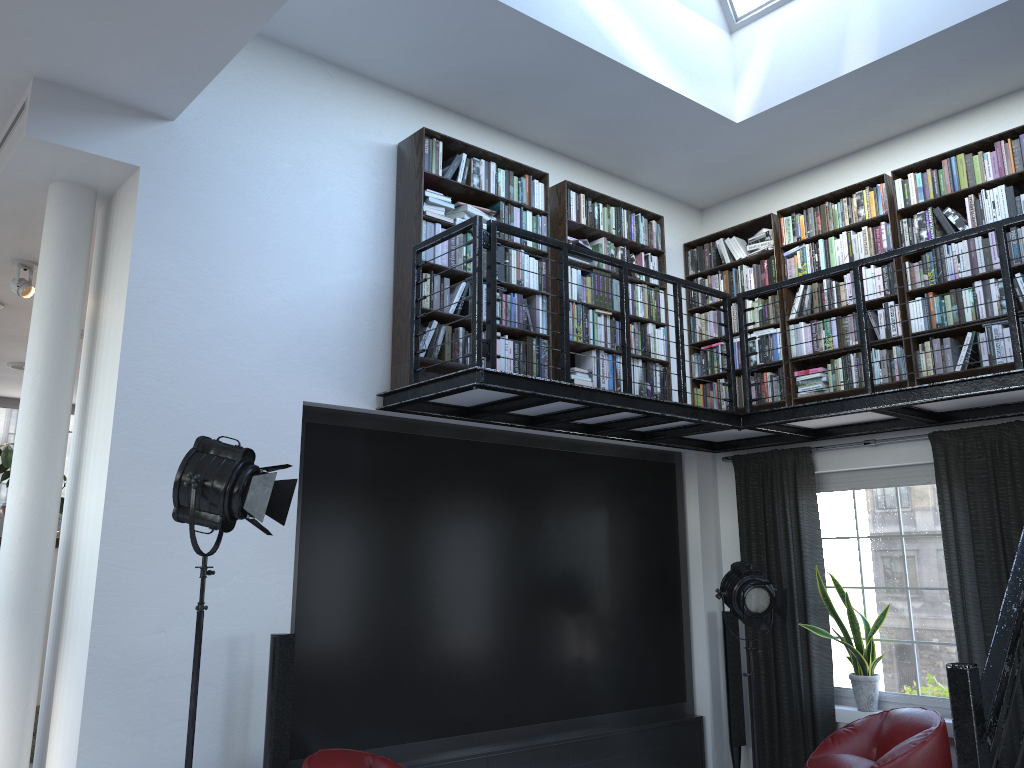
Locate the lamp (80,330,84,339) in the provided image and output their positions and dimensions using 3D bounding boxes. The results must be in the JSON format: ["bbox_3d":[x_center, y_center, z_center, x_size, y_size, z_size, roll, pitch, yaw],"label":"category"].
[{"bbox_3d":[-3.826,-0.434,7.678,0.327,0.025,0.326,8,-14,-34],"label":"lamp"}]

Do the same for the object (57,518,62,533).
[{"bbox_3d":[-3.701,1.197,7.179,0.082,0.225,0.082,-12,-18,40],"label":"object"}]

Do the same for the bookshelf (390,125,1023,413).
[{"bbox_3d":[1.900,-0.888,4.724,3.078,1.630,4.452,10,-16,-39],"label":"bookshelf"}]

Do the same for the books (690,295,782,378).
[{"bbox_3d":[2.944,-0.783,5.601,0.226,1.424,4.413,11,-17,-39],"label":"books"}]

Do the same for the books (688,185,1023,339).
[{"bbox_3d":[2.940,-0.772,5.596,0.241,1.408,4.418,11,-16,-39],"label":"books"}]

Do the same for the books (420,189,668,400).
[{"bbox_3d":[1.591,-1.009,4.482,2.197,1.421,4.355,10,-16,-40],"label":"books"}]

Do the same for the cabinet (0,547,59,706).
[{"bbox_3d":[-4.111,1.878,6.848,1.495,1.182,4.148,10,-16,-39],"label":"cabinet"}]

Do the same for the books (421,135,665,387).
[{"bbox_3d":[0.227,-0.693,6.024,2.199,1.435,0.313,10,-17,-38],"label":"books"}]

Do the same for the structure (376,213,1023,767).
[{"bbox_3d":[1.317,0.645,3.849,4.599,3.384,4.465,10,-16,-39],"label":"structure"}]

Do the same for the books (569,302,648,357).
[{"bbox_3d":[2.014,-0.943,4.806,1.166,1.417,4.361,11,-16,-39],"label":"books"}]

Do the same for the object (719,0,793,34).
[{"bbox_3d":[1.844,-3.051,5.223,1.181,0.639,2.210,10,-16,-39],"label":"object"}]

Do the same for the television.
[{"bbox_3d":[0.080,1.511,5.684,3.341,2.449,0.116,10,-17,-39],"label":"television"}]

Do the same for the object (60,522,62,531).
[{"bbox_3d":[-3.674,1.219,7.285,0.082,0.225,0.082,-12,-18,39],"label":"object"}]

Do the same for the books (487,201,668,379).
[{"bbox_3d":[1.817,-0.839,4.647,1.593,1.150,4.313,10,-16,-40],"label":"books"}]

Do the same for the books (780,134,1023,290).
[{"bbox_3d":[2.947,-1.061,5.679,0.212,0.835,2.623,11,-16,-39],"label":"books"}]

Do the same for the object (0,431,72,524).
[{"bbox_3d":[-3.239,0.576,5.882,0.774,0.899,0.433,-4,-14,17],"label":"object"}]

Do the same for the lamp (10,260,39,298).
[{"bbox_3d":[-3.265,-0.688,5.928,0.182,0.241,0.182,9,-16,-35],"label":"lamp"}]

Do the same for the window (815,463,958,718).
[{"bbox_3d":[2.538,1.381,6.044,0.132,1.619,1.161,11,-17,-39],"label":"window"}]

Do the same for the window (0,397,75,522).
[{"bbox_3d":[-5.750,0.917,10.549,1.293,1.472,0.132,10,-17,-39],"label":"window"}]

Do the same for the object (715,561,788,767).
[{"bbox_3d":[2.519,1.846,5.228,2.897,1.592,0.749,-8,-16,33],"label":"object"}]

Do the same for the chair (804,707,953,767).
[{"bbox_3d":[2.134,2.293,5.204,0.830,0.718,0.824,-3,-13,11],"label":"chair"}]

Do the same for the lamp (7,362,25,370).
[{"bbox_3d":[-4.888,-0.173,8.906,0.328,0.025,0.326,-6,-13,24],"label":"lamp"}]

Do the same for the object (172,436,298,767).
[{"bbox_3d":[-1.217,1.001,3.707,0.544,1.592,0.605,-1,-14,4],"label":"object"}]

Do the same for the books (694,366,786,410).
[{"bbox_3d":[2.560,-0.847,5.310,1.281,1.441,4.411,10,-16,-38],"label":"books"}]

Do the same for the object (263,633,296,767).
[{"bbox_3d":[-1.142,1.829,4.219,0.157,1.232,0.156,-8,-16,30],"label":"object"}]

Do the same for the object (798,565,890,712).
[{"bbox_3d":[2.176,1.709,6.000,0.525,0.948,0.549,7,-15,-28],"label":"object"}]

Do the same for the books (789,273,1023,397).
[{"bbox_3d":[3.194,-0.693,5.295,0.239,1.132,3.374,11,-17,-39],"label":"books"}]

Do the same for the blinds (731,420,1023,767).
[{"bbox_3d":[2.510,1.518,5.706,0.125,2.407,2.495,11,-17,-39],"label":"blinds"}]

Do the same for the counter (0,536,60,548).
[{"bbox_3d":[-4.119,1.303,6.999,1.441,0.062,4.179,10,-15,-39],"label":"counter"}]

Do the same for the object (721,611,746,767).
[{"bbox_3d":[1.608,2.291,6.458,0.157,1.232,0.156,6,-15,-24],"label":"object"}]

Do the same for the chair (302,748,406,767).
[{"bbox_3d":[-0.537,2.038,3.952,0.828,0.718,0.825,-7,-15,29],"label":"chair"}]

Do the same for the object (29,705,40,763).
[{"bbox_3d":[-2.735,1.938,4.907,0.454,0.250,0.387,8,-15,-33],"label":"object"}]

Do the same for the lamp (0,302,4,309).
[{"bbox_3d":[-4.013,-0.505,6.792,0.182,0.241,0.182,9,-16,-35],"label":"lamp"}]
